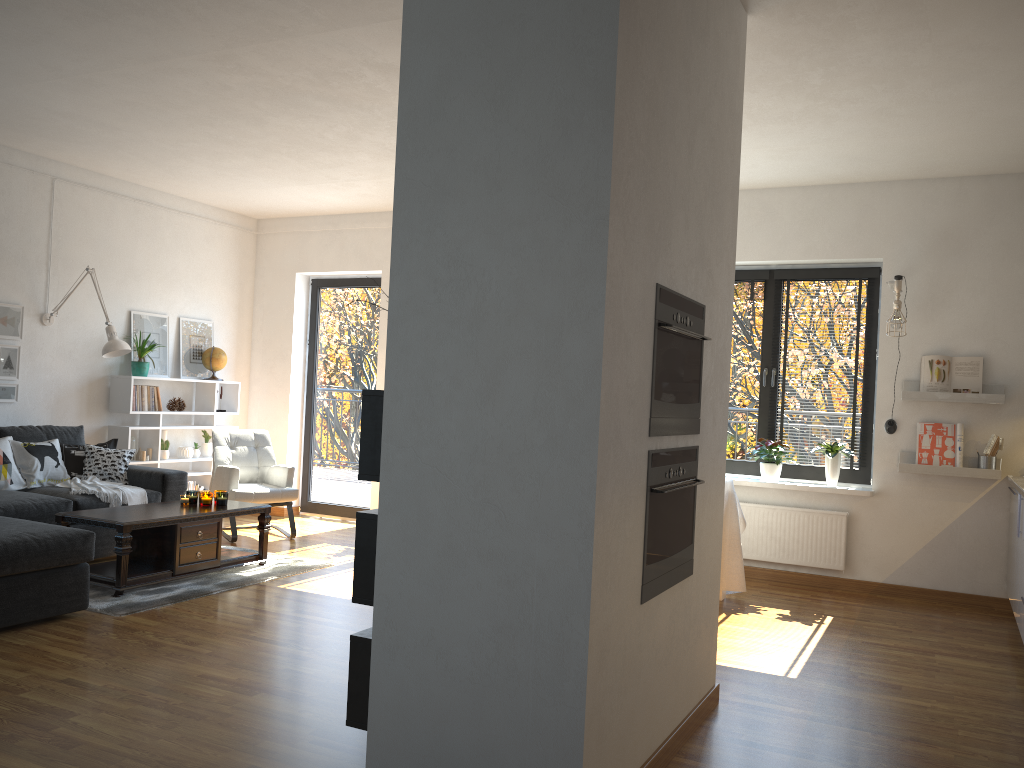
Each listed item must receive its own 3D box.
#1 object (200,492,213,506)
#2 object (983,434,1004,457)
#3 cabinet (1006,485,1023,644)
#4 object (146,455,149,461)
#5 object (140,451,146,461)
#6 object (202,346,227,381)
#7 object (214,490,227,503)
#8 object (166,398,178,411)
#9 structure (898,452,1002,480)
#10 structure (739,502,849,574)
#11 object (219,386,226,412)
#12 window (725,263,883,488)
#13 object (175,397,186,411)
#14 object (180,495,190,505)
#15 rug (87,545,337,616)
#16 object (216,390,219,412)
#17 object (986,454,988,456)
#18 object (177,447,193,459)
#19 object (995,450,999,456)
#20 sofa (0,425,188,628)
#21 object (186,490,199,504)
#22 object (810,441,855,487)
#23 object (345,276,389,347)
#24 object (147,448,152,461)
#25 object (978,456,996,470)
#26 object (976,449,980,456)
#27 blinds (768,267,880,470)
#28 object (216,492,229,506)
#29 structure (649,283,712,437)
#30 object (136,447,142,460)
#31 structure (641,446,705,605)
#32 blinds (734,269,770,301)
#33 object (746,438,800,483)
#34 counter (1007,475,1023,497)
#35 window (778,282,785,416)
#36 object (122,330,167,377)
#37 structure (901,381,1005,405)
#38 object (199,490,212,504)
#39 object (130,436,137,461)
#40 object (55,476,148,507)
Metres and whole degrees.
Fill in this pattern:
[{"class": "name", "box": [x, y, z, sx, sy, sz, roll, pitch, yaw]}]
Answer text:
[{"class": "object", "box": [-1.948, 0.733, 5.655, 0.079, 0.081, 0.079, 3, -1, 21]}, {"class": "object", "box": [3.032, 0.446, 5.597, 0.119, 0.267, 0.060, 3, 0, 18]}, {"class": "cabinet", "box": [2.217, 0.887, 3.740, 0.040, 0.690, 4.225, 3, -1, 26]}, {"class": "object", "box": [-2.951, 0.599, 7.161, 0.040, 0.044, 0.040, 3, -1, -37]}, {"class": "object", "box": [-3.025, 0.575, 7.118, 0.176, 0.084, 0.079, 3, -1, -5]}, {"class": "object", "box": [-2.643, -0.182, 7.874, 0.215, 0.305, 0.217, 2, -1, 43]}, {"class": "object", "box": [-1.910, 0.738, 5.799, 0.079, 0.081, 0.079, 3, -1, 21]}, {"class": "object", "box": [-2.862, 0.170, 7.480, 0.102, 0.127, 0.094, 3, 0, -18]}, {"class": "structure", "box": [2.826, 0.526, 5.734, 0.594, 0.129, 0.147, 2, -1, 26]}, {"class": "structure", "box": [1.623, 1.075, 6.351, 1.457, 0.459, 0.078, 2, 0, 28]}, {"class": "object", "box": [-2.621, 0.136, 7.994, 0.066, 0.230, 0.075, 3, 0, 6]}, {"class": "window", "box": [1.878, -0.086, 6.537, 1.561, 1.588, 0.119, 3, 0, 26]}, {"class": "object", "box": [-2.824, 0.174, 7.551, 0.096, 0.125, 0.101, 2, -1, 41]}, {"class": "object", "box": [-2.079, 0.737, 5.637, 0.060, 0.061, 0.060, 2, -1, 31]}, {"class": "rug", "box": [-2.059, 1.177, 5.509, 1.051, 0.034, 1.814, 2, -1, 26]}, {"class": "object", "box": [-2.671, 0.138, 7.871, 0.066, 0.217, 0.134, 3, 0, 41]}, {"class": "object", "box": [3.007, 0.490, 5.649, 0.007, 0.165, 0.067, 3, 0, -41]}, {"class": "object", "box": [-2.794, 0.587, 7.577, 0.134, 0.097, 0.132, 3, -1, -4]}, {"class": "object", "box": [3.060, 0.477, 5.641, 0.008, 0.193, 0.098, 3, 0, -41]}, {"class": "sofa", "box": [-2.869, 0.718, 5.255, 2.162, 0.847, 2.509, 2, -1, 26]}, {"class": "object", "box": [-2.061, 0.729, 5.712, 0.079, 0.081, 0.079, 3, -1, 21]}, {"class": "object", "box": [2.216, 0.554, 6.159, 0.292, 0.315, 0.354, 3, -1, 18]}, {"class": "object", "box": [-0.367, -0.235, 3.028, 0.426, 0.522, 0.298, 3, 0, 23]}, {"class": "object", "box": [-2.947, 0.573, 7.207, 0.039, 0.099, 0.039, 3, 0, 23]}, {"class": "object", "box": [3.019, 0.521, 5.638, 0.103, 0.124, 0.103, 3, -1, 24]}, {"class": "object", "box": [2.996, 0.494, 5.659, 0.089, 0.159, 0.007, 3, 0, -13]}, {"class": "blinds", "box": [2.209, -0.116, 6.332, 0.710, 1.422, 0.049, 3, 0, 26]}, {"class": "object", "box": [-1.865, 0.738, 5.704, 0.079, 0.081, 0.079, 3, -1, 21]}, {"class": "structure", "box": [0.569, -0.061, 2.911, 0.052, 0.462, 0.585, 3, -1, 26]}, {"class": "object", "box": [-3.022, 0.564, 7.199, 0.062, 0.108, 0.062, 3, 0, 26]}, {"class": "structure", "box": [0.544, 0.441, 2.910, 0.052, 0.462, 0.585, 3, -1, 26]}, {"class": "blinds", "box": [1.570, -0.739, 6.666, 0.710, 0.229, 0.049, 2, 0, 26]}, {"class": "object", "box": [1.835, 0.541, 6.288, 0.380, 0.308, 0.371, 3, -1, 1]}, {"class": "counter", "box": [2.489, 0.608, 3.613, 0.622, 0.192, 4.251, 2, -1, 26]}, {"class": "window", "box": [5.417, 2.475, 17.843, 21.838, 18.370, 12.968, 3, -1, -34]}, {"class": "object", "box": [-2.993, -0.245, 7.176, 0.387, 0.372, 0.424, 3, -1, 13]}, {"class": "structure", "box": [2.849, 0.054, 5.736, 0.594, 0.129, 0.147, 2, -1, 26]}, {"class": "object", "box": [-1.986, 0.733, 5.735, 0.079, 0.081, 0.079, 3, -1, 21]}, {"class": "object", "box": [-3.071, 0.515, 7.114, 0.108, 0.197, 0.108, 3, 0, 38]}, {"class": "object", "box": [-2.821, 0.745, 5.923, 0.605, 0.212, 0.488, 2, -1, 23]}]
